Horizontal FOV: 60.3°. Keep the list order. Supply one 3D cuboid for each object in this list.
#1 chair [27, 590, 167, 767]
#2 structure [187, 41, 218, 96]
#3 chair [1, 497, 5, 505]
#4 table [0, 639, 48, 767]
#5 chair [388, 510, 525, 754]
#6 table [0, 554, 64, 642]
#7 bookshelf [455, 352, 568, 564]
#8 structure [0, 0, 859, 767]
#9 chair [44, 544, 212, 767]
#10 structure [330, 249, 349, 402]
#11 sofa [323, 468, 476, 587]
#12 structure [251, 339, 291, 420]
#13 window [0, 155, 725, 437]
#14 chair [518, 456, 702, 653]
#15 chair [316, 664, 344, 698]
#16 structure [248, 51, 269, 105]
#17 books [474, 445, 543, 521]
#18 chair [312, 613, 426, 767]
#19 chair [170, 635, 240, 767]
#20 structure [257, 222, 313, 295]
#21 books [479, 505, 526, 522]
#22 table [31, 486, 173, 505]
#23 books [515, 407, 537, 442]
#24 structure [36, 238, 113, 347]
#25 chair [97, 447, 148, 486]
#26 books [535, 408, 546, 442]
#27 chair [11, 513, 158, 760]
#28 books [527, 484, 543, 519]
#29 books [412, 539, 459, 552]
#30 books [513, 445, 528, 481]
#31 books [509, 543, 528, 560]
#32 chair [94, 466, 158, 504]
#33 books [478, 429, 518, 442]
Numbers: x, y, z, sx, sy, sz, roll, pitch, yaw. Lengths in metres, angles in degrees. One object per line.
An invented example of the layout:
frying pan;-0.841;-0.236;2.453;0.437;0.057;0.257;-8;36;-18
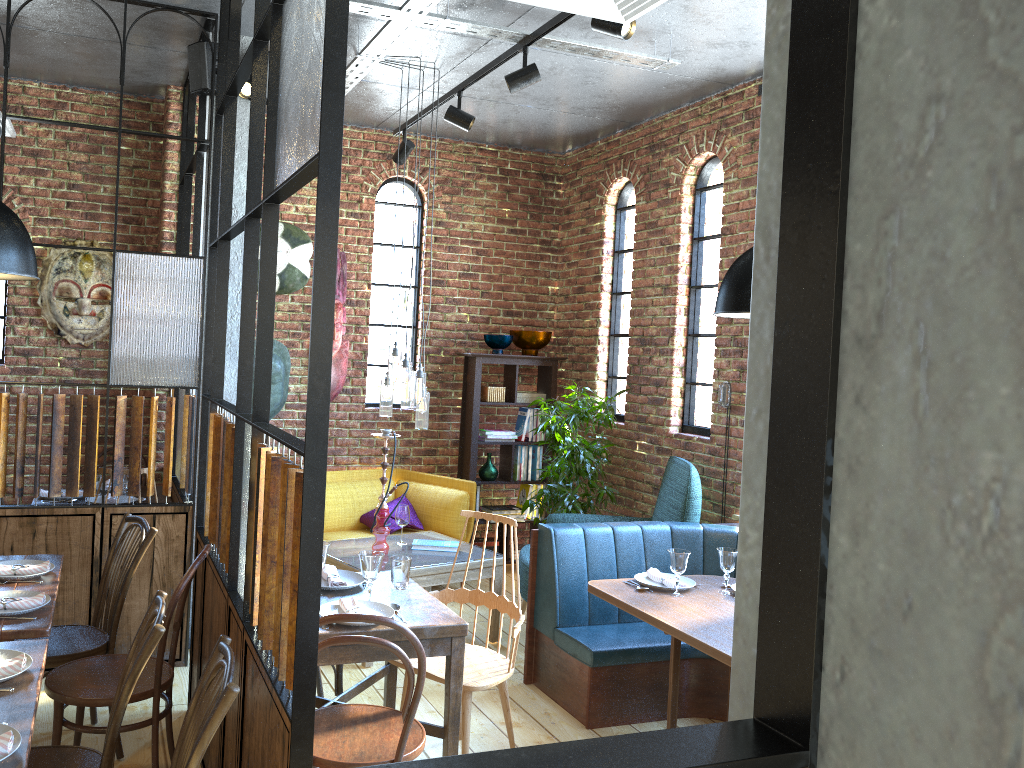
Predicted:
chair;-1.245;1.067;2.432;0.508;0.915;0.416;2;1;-18
structure;-1.602;-1.652;4.632;0.173;0.267;0.176;4;1;40
chair;-2.803;0.911;4.972;0.423;0.915;0.499;3;1;31
table;-1.548;1.160;2.108;0.704;0.727;1.066;2;2;-24
chair;-0.206;1.043;3.536;0.561;1.005;0.430;3;1;39
table;-2.042;1.103;3.169;0.704;0.727;1.066;2;2;-24
bookshelf;-0.047;0.609;6.811;0.790;1.667;0.327;2;1;-22
structure;-2.475;-0.167;1.678;5.754;3.325;6.123;1;2;-39
chair;-1.384;1.037;3.166;0.545;0.920;0.442;3;1;-6
structure;-1.337;-0.419;6.510;0.235;1.146;0.218;3;1;23
sofa;-1.267;1.032;5.941;1.903;0.762;0.828;1;2;-38
structure;-1.767;-0.021;6.296;0.356;0.639;0.107;2;1;-20
window;0.786;-0.457;4.650;8.926;2.429;3.285;4;2;34
chair;0.559;0.974;5.242;1.036;1.097;0.805;3;1;2
chair;-0.923;1.038;3.781;0.389;0.915;0.542;2;1;-29
structure;-1.328;-1.642;4.734;0.190;0.267;0.161;3;1;17
books;-0.060;0.755;6.817;0.567;0.574;0.197;2;1;-23
chair;-0.486;1.093;2.736;0.438;0.920;0.550;3;1;-2
chair;-0.930;1.094;2.053;0.508;0.915;0.416;2;1;-18
structure;-1.684;-0.901;6.304;0.514;0.521;0.152;2;1;-22
books;-0.074;0.998;6.791;0.294;0.088;0.252;2;2;-21
table;-2.408;1.022;5.162;0.726;0.727;0.776;2;1;-23
books;0.098;0.315;6.878;0.120;0.258;0.168;2;1;-24
structure;-2.855;-0.610;5.870;0.570;0.726;0.131;2;1;-22
chair;-2.635;0.895;5.736;0.438;0.920;0.550;3;1;-2
books;0.194;0.319;6.905;0.077;0.257;0.184;2;1;-24
chair;-1.754;1.007;3.532;0.497;0.915;0.424;2;1;-38
books;0.163;0.914;6.913;0.082;0.272;0.196;2;1;-24
books;-0.451;0.954;5.209;0.274;0.028;0.160;3;2;2
books;0.049;0.608;6.856;0.082;0.272;0.178;2;1;-24
books;0.060;1.303;6.870;0.233;0.072;0.213;2;2;-34
chair;-2.091;0.918;4.654;0.512;1.005;0.471;2;1;-36
books;-0.113;0.397;6.779;0.260;0.080;0.184;2;2;-22
